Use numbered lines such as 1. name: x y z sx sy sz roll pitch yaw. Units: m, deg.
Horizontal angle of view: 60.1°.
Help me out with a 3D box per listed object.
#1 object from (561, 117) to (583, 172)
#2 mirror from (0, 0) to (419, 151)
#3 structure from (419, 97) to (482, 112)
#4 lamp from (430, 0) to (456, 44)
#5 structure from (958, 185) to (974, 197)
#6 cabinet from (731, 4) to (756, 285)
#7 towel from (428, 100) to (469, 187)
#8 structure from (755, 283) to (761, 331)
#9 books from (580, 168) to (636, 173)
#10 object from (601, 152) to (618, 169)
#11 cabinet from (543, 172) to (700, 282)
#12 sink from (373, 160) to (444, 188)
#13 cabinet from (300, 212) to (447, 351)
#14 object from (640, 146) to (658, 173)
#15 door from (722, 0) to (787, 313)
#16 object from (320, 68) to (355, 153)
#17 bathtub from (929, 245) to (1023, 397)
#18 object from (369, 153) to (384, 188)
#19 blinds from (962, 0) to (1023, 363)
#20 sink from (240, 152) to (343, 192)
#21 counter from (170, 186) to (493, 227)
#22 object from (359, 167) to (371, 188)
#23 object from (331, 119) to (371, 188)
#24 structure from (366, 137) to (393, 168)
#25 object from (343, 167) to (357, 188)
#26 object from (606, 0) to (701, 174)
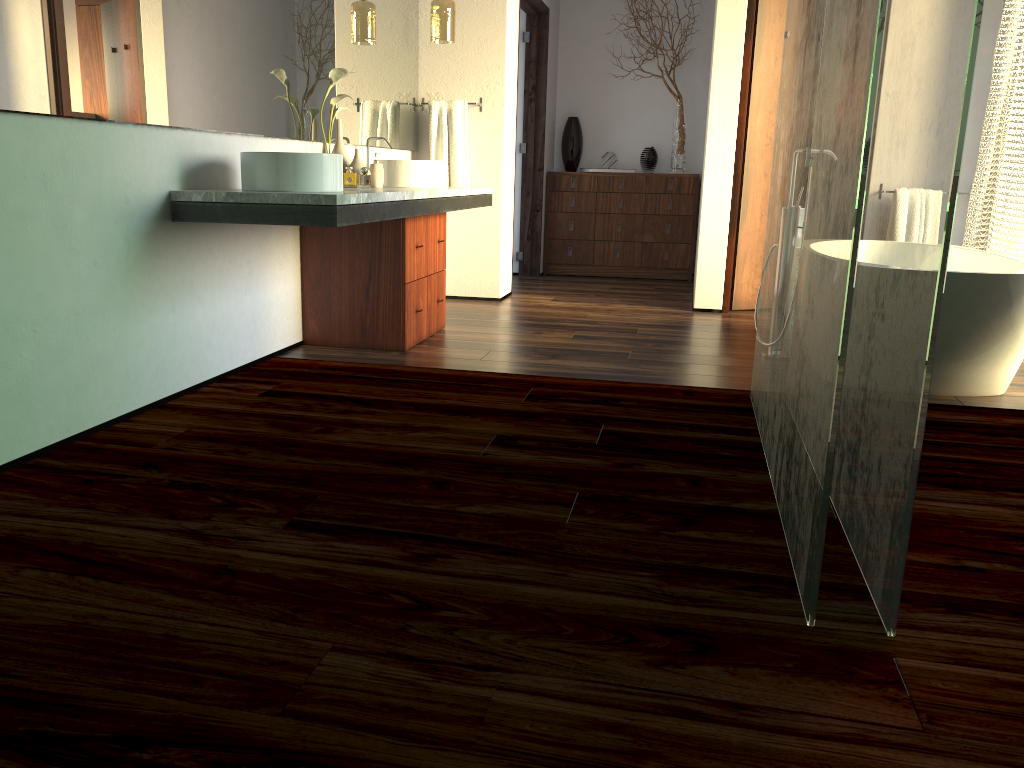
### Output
1. object: 0.473 -1.881 6.959 0.173 0.417 0.167 8 15 24
2. mirror: -0.966 -1.539 3.369 0.017 1.152 4.036 4 14 11
3. structure: -0.368 -1.666 5.270 0.373 0.088 0.101 4 14 13
4. lamp: -0.374 -2.332 4.849 0.136 0.867 0.142 -8 16 -34
5. structure: 2.238 -1.028 4.753 0.458 0.088 0.101 4 14 13
6. cabinet: 2.291 -1.848 6.192 1.499 2.364 0.354 5 14 13
7. towel: -0.379 -1.361 5.279 0.263 0.636 0.157 9 15 30
8. structure: 1.209 -0.565 3.872 0.239 0.897 0.283 -9 17 -37
9. books: 0.806 -1.669 6.930 0.492 0.034 0.249 -2 14 -11
10. object: 0.760 -1.748 6.917 0.132 0.131 0.130 3 13 8
11. cabinet: 0.857 -1.249 6.962 1.151 0.800 0.398 4 14 13
12. sink: -0.518 -1.053 4.435 0.354 0.131 0.360 -1 14 -10
13. cabinet: -0.626 -0.525 4.204 0.518 0.600 0.652 4 14 12
14. object: 1.058 -1.732 6.843 0.136 0.200 0.142 -7 16 -32
15. door: 1.663 -1.389 5.114 0.738 1.948 0.459 5 14 13
16. object: -0.793 -1.136 3.959 0.187 0.504 0.245 -1 14 -10
17. bathtub: 1.642 -0.308 3.729 0.773 0.485 1.603 4 14 11
18. object: -0.628 -0.988 4.094 0.070 0.158 0.071 0 13 -5
19. blinds: 2.271 -1.247 3.637 0.183 2.337 2.103 4 14 11
20. sink: -0.783 -0.756 3.159 0.362 0.131 0.353 5 14 15
21. counter: -0.618 -0.815 3.927 0.593 0.101 2.235 4 14 11
22. object: -0.659 -0.924 3.962 0.039 0.090 0.056 7 14 21
23. object: -0.749 -1.053 4.049 0.245 0.305 0.117 12 17 38
24. structure: -0.683 -1.112 4.433 0.167 0.242 0.065 5 14 16
25. object: -0.726 -0.918 3.934 0.064 0.092 0.039 -5 15 -26
26. object: 1.009 -2.321 6.607 0.715 1.450 0.844 -7 16 -33
